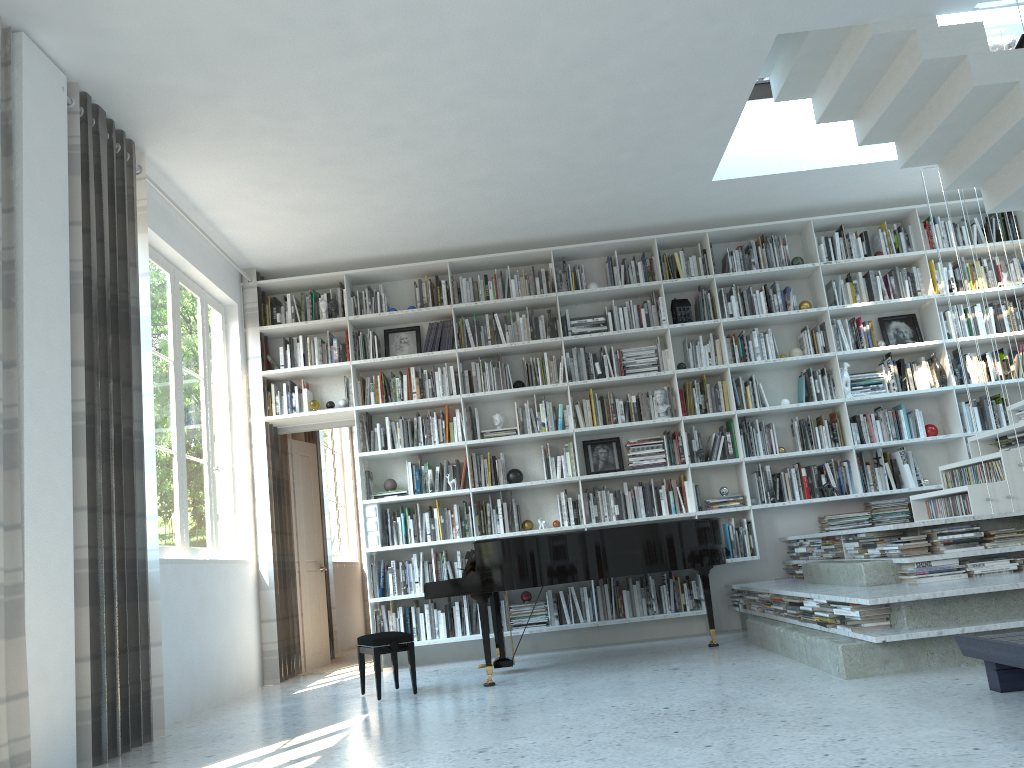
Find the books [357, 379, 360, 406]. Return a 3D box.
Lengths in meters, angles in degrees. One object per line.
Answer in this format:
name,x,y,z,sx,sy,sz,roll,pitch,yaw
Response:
books,-1.225,0.096,7.166,0.012,0.253,0.161,-6,-11,1

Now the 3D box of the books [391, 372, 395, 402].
books,-0.950,0.053,7.162,0.012,0.276,0.151,-6,-11,1

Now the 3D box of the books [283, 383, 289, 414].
books,-1.811,0.148,7.168,0.022,0.281,0.157,-6,-11,1

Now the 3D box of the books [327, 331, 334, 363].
books,-1.468,-0.266,7.226,0.012,0.302,0.189,-6,-11,1

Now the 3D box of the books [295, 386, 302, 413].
books,-1.706,0.152,7.137,0.021,0.236,0.189,-6,-11,1

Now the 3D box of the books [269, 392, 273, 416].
books,-1.928,0.189,7.156,0.013,0.221,0.163,-6,-11,1

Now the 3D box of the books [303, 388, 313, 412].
books,-1.638,0.159,7.141,0.029,0.211,0.187,-6,-11,1

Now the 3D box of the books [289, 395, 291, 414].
books,-1.767,0.179,7.157,0.011,0.205,0.163,-6,-11,1

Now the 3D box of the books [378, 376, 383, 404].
books,-1.051,0.074,7.150,0.014,0.252,0.187,-6,-11,1

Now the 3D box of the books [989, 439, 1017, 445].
books,3.343,0.383,5.935,0.198,0.006,0.189,-6,-12,-3

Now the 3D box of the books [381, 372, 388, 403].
books,-1.021,0.057,7.145,0.011,0.277,0.164,-6,-11,1

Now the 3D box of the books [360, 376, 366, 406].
books,-1.193,0.084,7.150,0.012,0.262,0.180,-6,-11,1

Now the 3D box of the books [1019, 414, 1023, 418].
books,3.540,0.189,5.947,0.149,0.016,0.240,-6,-12,-1

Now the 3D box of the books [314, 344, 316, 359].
books,-1.586,-0.211,7.249,0.011,0.231,0.135,-6,-11,1

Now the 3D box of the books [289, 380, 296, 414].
books,-1.760,0.130,7.148,0.013,0.296,0.187,-6,-11,1

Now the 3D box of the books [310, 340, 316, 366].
books,-1.604,-0.221,7.222,0.021,0.243,0.174,-6,-11,1

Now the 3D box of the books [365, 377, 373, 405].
books,-1.155,0.086,7.165,0.062,0.257,0.153,-6,-11,1

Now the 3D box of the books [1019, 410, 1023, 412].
books,3.532,0.164,5.952,0.157,0.014,0.180,-6,-12,-3

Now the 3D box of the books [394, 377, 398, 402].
books,-0.922,0.072,7.152,0.011,0.228,0.170,-6,-11,1

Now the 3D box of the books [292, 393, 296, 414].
books,-1.736,0.181,7.151,0.024,0.192,0.181,-6,-11,1

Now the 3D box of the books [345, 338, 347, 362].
books,-1.336,-0.243,7.240,0.014,0.235,0.144,-6,-11,1

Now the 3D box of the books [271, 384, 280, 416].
books,-1.901,0.156,7.161,0.023,0.281,0.171,-6,-11,1

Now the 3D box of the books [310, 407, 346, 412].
books,-1.465,0.218,7.146,0.285,0.012,0.160,-7,-12,3

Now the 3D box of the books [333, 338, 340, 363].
books,-1.412,-0.237,7.212,0.029,0.228,0.191,-6,-11,1

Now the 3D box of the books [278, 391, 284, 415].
books,-1.853,0.181,7.155,0.010,0.219,0.181,-6,-11,1

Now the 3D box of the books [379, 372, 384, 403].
books,-1.036,0.059,7.156,0.020,0.280,0.165,-6,-11,1

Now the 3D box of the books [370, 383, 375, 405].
books,-1.109,0.107,7.135,0.026,0.195,0.176,-6,-11,1

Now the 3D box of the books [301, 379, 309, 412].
books,-1.663,0.121,7.163,0.013,0.298,0.179,-6,-11,1

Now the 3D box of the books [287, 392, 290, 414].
books,-1.784,0.181,7.178,0.023,0.214,0.141,-6,-11,1

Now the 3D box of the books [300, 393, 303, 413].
books,-1.677,0.180,7.173,0.029,0.191,0.134,-6,-11,1

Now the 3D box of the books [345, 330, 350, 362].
books,-1.326,-0.275,7.233,0.014,0.293,0.173,-6,-11,1

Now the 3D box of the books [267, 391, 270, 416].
books,-1.942,0.187,7.156,0.013,0.227,0.179,-6,-11,1

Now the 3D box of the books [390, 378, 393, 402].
books,-0.960,0.078,7.162,0.012,0.230,0.150,-6,-11,1

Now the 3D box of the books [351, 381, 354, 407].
books,-1.250,0.105,7.122,0.021,0.224,0.232,-6,-11,1

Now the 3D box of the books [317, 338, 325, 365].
books,-1.542,-0.232,7.220,0.030,0.250,0.166,-6,-11,1

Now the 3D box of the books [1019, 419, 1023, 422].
books,3.548,0.221,5.941,0.145,0.012,0.297,-6,-12,0

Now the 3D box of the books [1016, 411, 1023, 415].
books,3.523,0.178,5.950,0.173,0.011,0.204,-5,-12,-4

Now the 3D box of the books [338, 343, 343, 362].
books,-1.381,-0.218,7.237,0.029,0.195,0.146,-6,-11,1

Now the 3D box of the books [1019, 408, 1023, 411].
books,3.533,0.150,5.955,0.157,0.014,0.180,-6,-12,-1

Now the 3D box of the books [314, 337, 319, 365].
books,-1.571,-0.233,7.222,0.025,0.260,0.167,-6,-11,1

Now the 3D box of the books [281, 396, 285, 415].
books,-1.830,0.201,7.176,0.029,0.184,0.135,-6,-11,1

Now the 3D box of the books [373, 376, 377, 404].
books,-1.094,0.075,7.157,0.010,0.262,0.151,-6,-11,1

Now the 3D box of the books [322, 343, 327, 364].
books,-1.511,-0.213,7.234,0.028,0.212,0.139,-6,-11,1

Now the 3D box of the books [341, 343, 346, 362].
books,-1.354,-0.220,7.221,0.026,0.187,0.154,-6,-11,1

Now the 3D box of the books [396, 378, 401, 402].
books,-0.900,0.074,7.144,0.031,0.217,0.173,-6,-11,1

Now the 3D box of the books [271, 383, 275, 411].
books,-1.919,0.152,7.186,0.013,0.302,0.135,-6,-11,1

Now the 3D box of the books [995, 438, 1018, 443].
books,3.362,0.372,5.936,0.160,0.012,0.195,-6,-12,-2

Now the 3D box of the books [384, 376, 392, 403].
books,-0.990,0.071,7.159,0.047,0.249,0.134,-6,-11,1

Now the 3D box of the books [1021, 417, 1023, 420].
books,3.547,0.206,5.944,0.143,0.019,0.231,-6,-12,0

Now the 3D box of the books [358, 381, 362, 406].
books,-1.208,0.103,7.156,0.022,0.232,0.151,-6,-11,1

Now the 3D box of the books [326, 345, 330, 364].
books,-1.481,-0.207,7.240,0.029,0.197,0.144,-6,-11,1

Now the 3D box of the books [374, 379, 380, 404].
books,-1.072,0.088,7.150,0.030,0.229,0.172,-6,-11,1

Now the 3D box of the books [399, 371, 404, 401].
books,-0.881,0.046,7.154,0.014,0.272,0.181,-6,-11,1

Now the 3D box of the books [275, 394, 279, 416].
books,-1.870,0.196,7.161,0.029,0.196,0.161,-6,-11,1

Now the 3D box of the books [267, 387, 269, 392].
books,-1.957,0.165,7.149,0.011,0.272,0.189,-6,-11,1

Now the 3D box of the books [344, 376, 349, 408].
books,-1.323,0.089,7.159,0.012,0.284,0.160,-6,-11,1

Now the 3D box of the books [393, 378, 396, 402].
books,-0.934,0.078,7.145,0.014,0.217,0.164,-6,-11,1

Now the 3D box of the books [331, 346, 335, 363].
books,-1.439,-0.206,7.230,0.031,0.182,0.151,-6,-11,1

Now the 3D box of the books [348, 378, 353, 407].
books,-1.293,0.098,7.177,0.044,0.268,0.134,-6,-11,1
